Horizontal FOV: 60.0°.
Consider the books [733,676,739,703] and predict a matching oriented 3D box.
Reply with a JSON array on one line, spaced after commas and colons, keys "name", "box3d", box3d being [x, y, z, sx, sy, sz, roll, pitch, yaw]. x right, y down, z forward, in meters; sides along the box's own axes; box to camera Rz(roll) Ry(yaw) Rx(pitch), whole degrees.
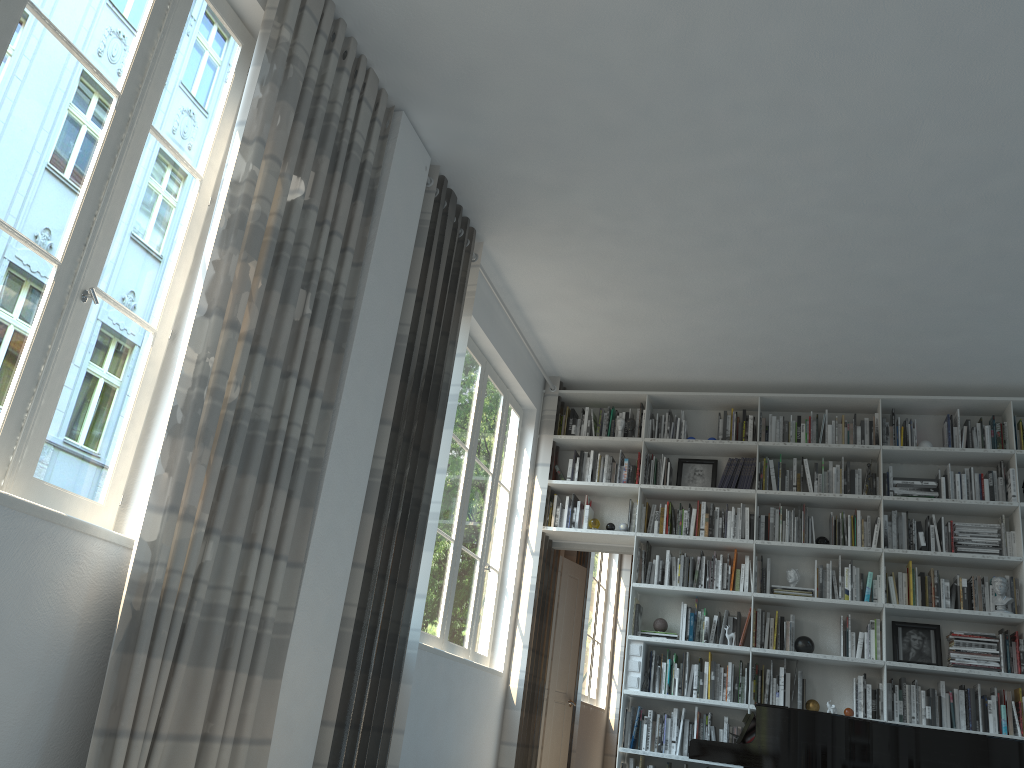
[{"name": "books", "box3d": [1.544, 2.111, 6.097, 0.041, 0.181, 0.142, 1, -22, 18]}]

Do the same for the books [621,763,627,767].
[{"name": "books", "box3d": [0.759, 2.736, 6.079, 0.012, 0.253, 0.161, 1, -22, 18]}]

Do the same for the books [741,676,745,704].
[{"name": "books", "box3d": [1.592, 2.114, 6.096, 0.023, 0.186, 0.131, 1, -22, 18]}]

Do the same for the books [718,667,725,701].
[{"name": "books", "box3d": [1.451, 2.088, 6.137, 0.025, 0.228, 0.153, 1, -22, 18]}]

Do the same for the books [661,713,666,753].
[{"name": "books", "box3d": [1.050, 2.407, 6.104, 0.013, 0.256, 0.190, 1, -22, 18]}]

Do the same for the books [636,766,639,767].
[{"name": "books", "box3d": [0.859, 2.739, 6.041, 0.024, 0.245, 0.143, 1, -22, 18]}]

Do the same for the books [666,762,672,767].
[{"name": "books", "box3d": [1.051, 2.711, 5.976, 0.013, 0.299, 0.184, 1, -22, 18]}]

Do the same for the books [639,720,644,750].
[{"name": "books", "box3d": [0.914, 2.441, 6.156, 0.024, 0.197, 0.149, 1, -22, 18]}]

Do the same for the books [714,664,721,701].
[{"name": "books", "box3d": [1.423, 2.073, 6.135, 0.028, 0.248, 0.159, 1, -22, 18]}]

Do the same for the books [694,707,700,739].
[{"name": "books", "box3d": [1.258, 2.377, 6.050, 0.014, 0.324, 0.171, 1, -22, 18]}]

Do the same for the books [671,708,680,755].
[{"name": "books", "box3d": [1.126, 2.396, 6.108, 0.027, 0.298, 0.143, 1, -22, 18]}]

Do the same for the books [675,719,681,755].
[{"name": "books", "box3d": [1.141, 2.428, 6.092, 0.012, 0.231, 0.149, 1, -22, 18]}]

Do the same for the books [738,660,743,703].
[{"name": "books", "box3d": [1.571, 2.056, 6.090, 0.014, 0.285, 0.180, 1, -22, 18]}]

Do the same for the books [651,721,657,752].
[{"name": "books", "box3d": [0.989, 2.443, 6.138, 0.025, 0.199, 0.137, 1, -22, 18]}]

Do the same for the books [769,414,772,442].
[{"name": "books", "box3d": [1.961, 0.384, 6.727, 0.021, 0.278, 0.141, 1, -22, 18]}]

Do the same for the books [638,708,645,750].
[{"name": "books", "box3d": [0.903, 2.405, 6.174, 0.010, 0.272, 0.150, 1, -22, 18]}]

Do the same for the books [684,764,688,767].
[{"name": "books", "box3d": [1.162, 2.718, 5.960, 0.014, 0.303, 0.140, 1, -22, 18]}]

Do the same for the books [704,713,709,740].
[{"name": "books", "box3d": [1.328, 2.401, 6.037, 0.022, 0.289, 0.138, 1, -22, 18]}]

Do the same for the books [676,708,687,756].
[{"name": "books", "box3d": [1.164, 2.386, 6.080, 0.039, 0.306, 0.173, 1, -22, 18]}]

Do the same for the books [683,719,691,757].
[{"name": "books", "box3d": [1.198, 2.426, 6.076, 0.031, 0.238, 0.132, 1, -22, 18]}]

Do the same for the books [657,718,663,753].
[{"name": "books", "box3d": [1.028, 2.421, 6.102, 0.028, 0.222, 0.189, 1, -22, 18]}]

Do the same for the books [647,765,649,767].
[{"name": "books", "box3d": [0.924, 2.725, 6.003, 0.013, 0.260, 0.174, 1, -22, 18]}]

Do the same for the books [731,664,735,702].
[{"name": "books", "box3d": [1.523, 2.075, 6.119, 0.013, 0.259, 0.143, 1, -22, 18]}]

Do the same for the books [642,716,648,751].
[{"name": "books", "box3d": [0.932, 2.422, 6.134, 0.022, 0.219, 0.188, 1, -22, 18]}]

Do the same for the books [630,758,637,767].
[{"name": "books", "box3d": [0.827, 2.714, 6.054, 0.044, 0.292, 0.182, 1, -22, 18]}]

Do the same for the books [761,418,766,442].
[{"name": "books", "box3d": [1.905, 0.392, 6.713, 0.029, 0.236, 0.157, 1, -22, 18]}]

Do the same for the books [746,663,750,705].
[{"name": "books", "box3d": [1.629, 2.070, 6.098, 0.024, 0.279, 0.136, 1, -22, 18]}]

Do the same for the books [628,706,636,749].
[{"name": "books", "box3d": [0.835, 2.392, 6.169, 0.011, 0.276, 0.190, 1, -22, 18]}]

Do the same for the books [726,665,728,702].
[{"name": "books", "box3d": [1.491, 2.080, 6.126, 0.010, 0.245, 0.160, 1, -22, 18]}]

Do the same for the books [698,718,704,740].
[{"name": "books", "box3d": [1.292, 2.421, 6.051, 0.029, 0.253, 0.153, 1, -22, 18]}]

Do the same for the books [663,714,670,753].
[{"name": "books", "box3d": [1.060, 2.407, 6.095, 0.010, 0.251, 0.178, 1, -22, 18]}]

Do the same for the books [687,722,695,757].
[{"name": "books", "box3d": [1.224, 2.432, 6.061, 0.028, 0.224, 0.135, 1, -22, 18]}]

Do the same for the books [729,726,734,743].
[{"name": "books", "box3d": [1.484, 2.438, 5.989, 0.030, 0.226, 0.141, 1, -22, 18]}]

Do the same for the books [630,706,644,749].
[{"name": "books", "box3d": [0.868, 2.392, 6.168, 0.052, 0.282, 0.173, 1, -22, 18]}]

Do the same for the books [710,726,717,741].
[{"name": "books", "box3d": [1.374, 2.435, 6.005, 0.059, 0.215, 0.178, 1, -22, 18]}]

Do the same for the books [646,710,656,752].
[{"name": "books", "box3d": [0.961, 2.404, 6.140, 0.029, 0.265, 0.172, 1, -22, 18]}]

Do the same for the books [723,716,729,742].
[{"name": "books", "box3d": [1.449, 2.407, 6.005, 0.025, 0.286, 0.131, 1, -22, 18]}]

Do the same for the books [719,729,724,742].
[{"name": "books", "box3d": [1.420, 2.449, 6.005, 0.030, 0.202, 0.142, 1, -22, 18]}]

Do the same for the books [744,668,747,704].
[{"name": "books", "box3d": [1.604, 2.080, 6.077, 0.010, 0.239, 0.175, 1, -22, 18]}]

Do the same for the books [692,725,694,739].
[{"name": "books", "box3d": [1.243, 2.439, 6.052, 0.013, 0.208, 0.155, 1, -22, 18]}]

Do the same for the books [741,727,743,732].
[{"name": "books", "box3d": [1.555, 2.432, 5.952, 0.030, 0.229, 0.152, 1, -22, 18]}]

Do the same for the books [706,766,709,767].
[{"name": "books", "box3d": [1.299, 2.719, 5.922, 0.013, 0.309, 0.131, 1, -22, 18]}]

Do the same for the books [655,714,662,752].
[{"name": "books", "box3d": [1.016, 2.422, 6.143, 0.022, 0.247, 0.134, 1, -22, 18]}]

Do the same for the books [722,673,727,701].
[{"name": "books", "box3d": [1.473, 2.105, 6.125, 0.023, 0.193, 0.140, 1, -22, 18]}]

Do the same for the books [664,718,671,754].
[{"name": "books", "box3d": [1.080, 2.423, 6.097, 0.028, 0.228, 0.158, 1, -22, 18]}]

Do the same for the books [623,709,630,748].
[{"name": "books", "box3d": [0.804, 2.413, 6.203, 0.012, 0.253, 0.161, 1, -22, 18]}]

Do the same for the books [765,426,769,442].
[{"name": "books", "box3d": [1.930, 0.424, 6.709, 0.024, 0.182, 0.134, 1, -22, 18]}]

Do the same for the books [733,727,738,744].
[{"name": "books", "box3d": [1.498, 2.422, 5.944, 0.023, 0.227, 0.191, 1, -22, 18]}]

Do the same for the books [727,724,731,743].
[{"name": "books", "box3d": [1.455, 2.419, 5.967, 0.011, 0.238, 0.175, 1, -22, 18]}]

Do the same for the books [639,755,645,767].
[{"name": "books", "box3d": [0.880, 2.705, 6.046, 0.011, 0.317, 0.158, 1, -22, 18]}]

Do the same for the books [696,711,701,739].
[{"name": "books", "box3d": [1.270, 2.395, 6.048, 0.012, 0.294, 0.177, 1, -22, 18]}]

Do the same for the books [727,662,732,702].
[{"name": "books", "box3d": [1.502, 2.065, 6.109, 0.021, 0.264, 0.186, 1, -22, 18]}]

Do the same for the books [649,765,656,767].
[{"name": "books", "box3d": [0.943, 2.725, 6.004, 0.023, 0.265, 0.178, 1, -22, 18]}]

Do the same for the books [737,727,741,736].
[{"name": "books", "box3d": [1.531, 2.433, 5.970, 0.026, 0.235, 0.141, 1, -22, 18]}]

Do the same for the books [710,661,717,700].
[{"name": "books", "box3d": [1.396, 2.065, 6.141, 0.028, 0.259, 0.182, 1, -22, 18]}]

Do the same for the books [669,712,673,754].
[{"name": "books", "box3d": [1.107, 2.410, 6.116, 0.013, 0.272, 0.146, 1, -22, 18]}]

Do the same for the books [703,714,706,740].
[{"name": "books", "box3d": [1.314, 2.409, 6.052, 0.013, 0.283, 0.139, 1, -22, 18]}]

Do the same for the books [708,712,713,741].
[{"name": "books", "box3d": [1.344, 2.394, 6.029, 0.013, 0.300, 0.173, 1, -22, 18]}]

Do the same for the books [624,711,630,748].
[{"name": "books", "box3d": [0.819, 2.415, 6.182, 0.029, 0.238, 0.155, 1, -22, 18]}]
